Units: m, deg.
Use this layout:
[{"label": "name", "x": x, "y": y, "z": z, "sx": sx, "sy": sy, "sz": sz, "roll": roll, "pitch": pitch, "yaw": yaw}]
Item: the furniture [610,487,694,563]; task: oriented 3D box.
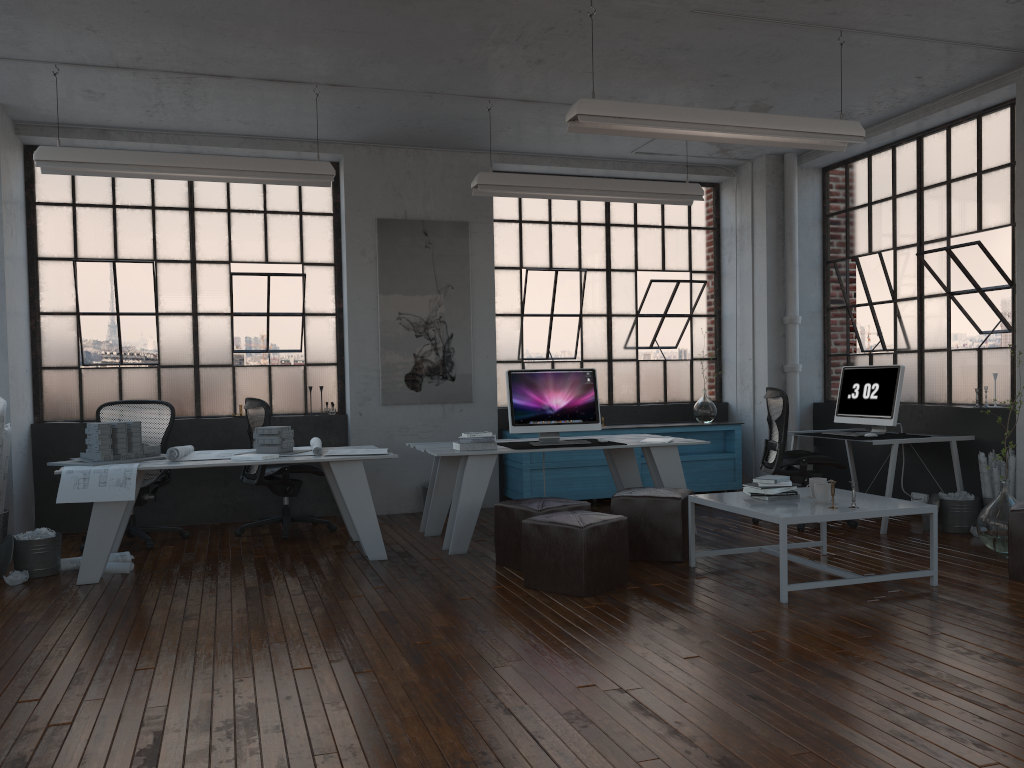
[{"label": "furniture", "x": 0.939, "y": 0.926, "z": 5.882, "sx": 0.503, "sy": 0.461, "sz": 0.503, "roll": -1, "pitch": 1, "yaw": 21}]

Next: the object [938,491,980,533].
[{"label": "object", "x": 3.282, "y": 0.933, "z": 6.532, "sx": 0.290, "sy": 0.294, "sz": 0.290, "roll": -1, "pitch": 1, "yaw": 30}]

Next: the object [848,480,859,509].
[{"label": "object", "x": 1.860, "y": 0.599, "z": 4.827, "sx": 0.055, "sy": 0.153, "sz": 0.055, "roll": -3, "pitch": 2, "yaw": -41}]

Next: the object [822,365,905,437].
[{"label": "object", "x": 2.796, "y": 0.130, "z": 7.118, "sx": 0.377, "sy": 0.553, "sz": 0.714, "roll": -2, "pitch": 1, "yaw": -16}]

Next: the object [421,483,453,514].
[{"label": "object", "x": -0.658, "y": 0.998, "z": 7.901, "sx": 0.292, "sy": 0.308, "sz": 0.292, "roll": -1, "pitch": 1, "yaw": 10}]

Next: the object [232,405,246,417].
[{"label": "object", "x": -2.361, "y": 0.231, "z": 7.719, "sx": 0.124, "sy": 0.100, "sz": 0.124, "roll": -1, "pitch": 1, "yaw": 5}]

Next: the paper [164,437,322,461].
[{"label": "paper", "x": -1.846, "y": 0.451, "z": 6.256, "sx": 1.075, "sy": 0.106, "sz": 0.975, "roll": -1, "pitch": 0, "yaw": -18}]

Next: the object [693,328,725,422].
[{"label": "object", "x": 1.959, "y": -0.089, "z": 8.670, "sx": 0.231, "sy": 0.940, "sz": 0.434, "roll": -2, "pitch": 2, "yaw": -36}]

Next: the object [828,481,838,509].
[{"label": "object", "x": 1.746, "y": 0.603, "z": 4.824, "sx": 0.052, "sy": 0.148, "sz": 0.052, "roll": 0, "pitch": 2, "yaw": 23}]

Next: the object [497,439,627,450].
[{"label": "object", "x": 0.341, "y": 0.446, "z": 6.595, "sx": 0.848, "sy": 0.008, "sz": 0.687, "roll": -1, "pitch": 0, "yaw": -16}]

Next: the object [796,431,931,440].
[{"label": "object", "x": 2.798, "y": 0.413, "z": 7.128, "sx": 0.687, "sy": 0.008, "sz": 0.848, "roll": -1, "pitch": 0, "yaw": -16}]

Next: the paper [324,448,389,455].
[{"label": "paper", "x": -1.067, "y": 0.468, "z": 6.121, "sx": 0.428, "sy": 0.001, "sz": 0.484, "roll": -1, "pitch": 0, "yaw": -7}]

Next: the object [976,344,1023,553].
[{"label": "object", "x": 3.116, "y": 0.410, "z": 5.549, "sx": 0.330, "sy": 1.341, "sz": 0.618, "roll": -1, "pitch": 2, "yaw": 19}]

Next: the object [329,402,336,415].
[{"label": "object", "x": -1.605, "y": 0.218, "z": 7.925, "sx": 0.058, "sy": 0.117, "sz": 0.032, "roll": -1, "pitch": 2, "yaw": -4}]

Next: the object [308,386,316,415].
[{"label": "object", "x": -1.795, "y": 0.150, "z": 7.911, "sx": 0.085, "sy": 0.260, "sz": 0.085, "roll": 0, "pitch": 2, "yaw": 36}]

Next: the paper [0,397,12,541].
[{"label": "paper", "x": -3.455, "y": 0.615, "z": 5.716, "sx": 0.412, "sy": 1.199, "sz": 0.440, "roll": -3, "pitch": 2, "yaw": -40}]

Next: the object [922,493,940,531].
[{"label": "object", "x": 3.086, "y": 0.948, "z": 6.557, "sx": 0.107, "sy": 0.281, "sz": 0.293, "roll": -1, "pitch": 1, "yaw": 7}]

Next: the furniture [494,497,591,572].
[{"label": "furniture", "x": 0.196, "y": 0.952, "z": 5.641, "sx": 0.479, "sy": 0.440, "sz": 0.480, "roll": -2, "pitch": 1, "yaw": -39}]

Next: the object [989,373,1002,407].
[{"label": "object", "x": 3.642, "y": 0.047, "z": 6.680, "sx": 0.084, "sy": 0.257, "sz": 0.084, "roll": -1, "pitch": 2, "yaw": 5}]

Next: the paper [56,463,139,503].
[{"label": "paper", "x": -2.488, "y": 0.596, "z": 5.342, "sx": 0.439, "sy": 0.183, "sz": 0.434, "roll": -1, "pitch": 1, "yaw": -19}]

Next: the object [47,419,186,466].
[{"label": "object", "x": -2.606, "y": 0.358, "z": 5.872, "sx": 0.434, "sy": 0.306, "sz": 0.735, "roll": -1, "pitch": 1, "yaw": 27}]

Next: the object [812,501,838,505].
[{"label": "object", "x": 1.766, "y": 0.673, "z": 5.005, "sx": 0.137, "sy": 0.003, "sz": 0.137, "roll": -1, "pitch": 0, "yaw": 3}]

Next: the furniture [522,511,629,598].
[{"label": "furniture", "x": 0.363, "y": 0.956, "z": 5.050, "sx": 0.471, "sy": 0.431, "sz": 0.470, "roll": 0, "pitch": 1, "yaw": 41}]

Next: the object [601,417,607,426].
[{"label": "object", "x": 0.863, "y": 0.359, "z": 8.411, "sx": 0.088, "sy": 0.085, "sz": 0.088, "roll": -1, "pitch": 1, "yaw": -13}]

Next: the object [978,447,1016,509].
[{"label": "object", "x": 3.536, "y": 0.766, "z": 6.400, "sx": 0.293, "sy": 0.628, "sz": 0.274, "roll": 0, "pitch": 2, "yaw": 24}]

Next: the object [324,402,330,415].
[{"label": "object", "x": -1.662, "y": 0.219, "z": 7.966, "sx": 0.058, "sy": 0.117, "sz": 0.032, "roll": 0, "pitch": 2, "yaw": 33}]

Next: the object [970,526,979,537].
[{"label": "object", "x": 3.323, "y": 1.058, "z": 6.300, "sx": 0.125, "sy": 0.107, "sz": 0.095, "roll": -1, "pitch": 1, "yaw": 24}]

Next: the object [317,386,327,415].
[{"label": "object", "x": -1.701, "y": 0.148, "z": 7.925, "sx": 0.085, "sy": 0.260, "sz": 0.085, "roll": 0, "pitch": 2, "yaw": 36}]

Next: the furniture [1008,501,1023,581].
[{"label": "furniture", "x": 3.128, "y": 0.905, "z": 5.035, "sx": 0.503, "sy": 0.461, "sz": 0.503, "roll": 0, "pitch": 1, "yaw": 39}]

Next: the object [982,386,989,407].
[{"label": "object", "x": 3.619, "y": 0.098, "z": 6.766, "sx": 0.066, "sy": 0.160, "sz": 0.066, "roll": -1, "pitch": 2, "yaw": 14}]

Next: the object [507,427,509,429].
[{"label": "object", "x": 0.014, "y": 0.302, "z": 8.311, "sx": 0.132, "sy": 0.237, "sz": 0.132, "roll": 0, "pitch": 2, "yaw": 38}]

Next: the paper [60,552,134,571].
[{"label": "paper", "x": -2.739, "y": 1.173, "z": 5.840, "sx": 0.466, "sy": 0.094, "sz": 0.113, "roll": -1, "pitch": 1, "yaw": -33}]

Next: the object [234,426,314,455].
[{"label": "object", "x": -1.671, "y": 0.394, "z": 6.241, "sx": 0.416, "sy": 0.183, "sz": 0.389, "roll": -1, "pitch": 1, "yaw": 12}]

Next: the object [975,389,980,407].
[{"label": "object", "x": 3.567, "y": 0.102, "z": 6.799, "sx": 0.055, "sy": 0.153, "sz": 0.055, "roll": 0, "pitch": 2, "yaw": 32}]

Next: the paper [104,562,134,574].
[{"label": "paper", "x": -2.592, "y": 1.180, "z": 5.688, "sx": 0.341, "sy": 0.069, "sz": 0.083, "roll": -1, "pitch": 1, "yaw": 7}]
